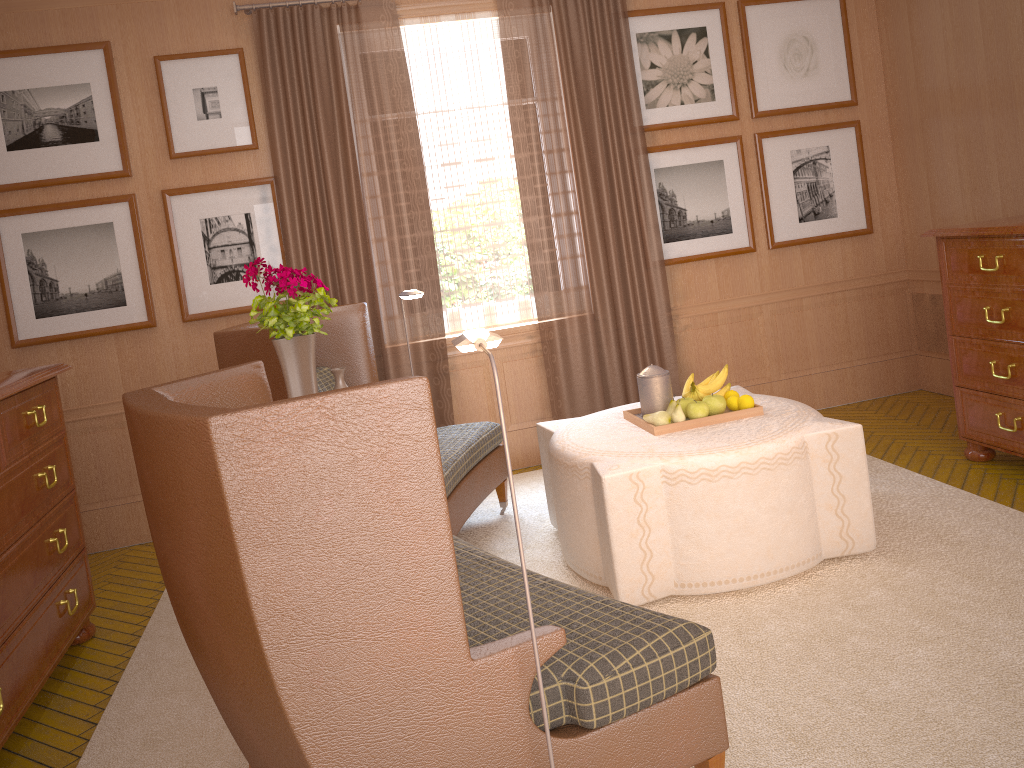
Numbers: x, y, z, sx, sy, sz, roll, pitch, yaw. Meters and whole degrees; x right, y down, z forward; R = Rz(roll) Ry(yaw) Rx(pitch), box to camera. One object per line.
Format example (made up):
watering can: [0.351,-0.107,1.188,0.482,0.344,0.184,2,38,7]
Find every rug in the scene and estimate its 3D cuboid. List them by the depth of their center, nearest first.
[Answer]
rug: [0.725,1.494,4.834,6.015,0.020,8.029,-10,10,-10]

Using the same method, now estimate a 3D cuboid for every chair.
chair: [-0.489,0.868,3.642,1.741,1.960,1.908,-12,8,-36]
chair: [-1.163,0.403,6.844,1.714,1.960,1.938,-7,7,14]

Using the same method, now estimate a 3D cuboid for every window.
window: [-0.508,-2.188,9.183,2.442,3.357,0.850,-9,4,-11]

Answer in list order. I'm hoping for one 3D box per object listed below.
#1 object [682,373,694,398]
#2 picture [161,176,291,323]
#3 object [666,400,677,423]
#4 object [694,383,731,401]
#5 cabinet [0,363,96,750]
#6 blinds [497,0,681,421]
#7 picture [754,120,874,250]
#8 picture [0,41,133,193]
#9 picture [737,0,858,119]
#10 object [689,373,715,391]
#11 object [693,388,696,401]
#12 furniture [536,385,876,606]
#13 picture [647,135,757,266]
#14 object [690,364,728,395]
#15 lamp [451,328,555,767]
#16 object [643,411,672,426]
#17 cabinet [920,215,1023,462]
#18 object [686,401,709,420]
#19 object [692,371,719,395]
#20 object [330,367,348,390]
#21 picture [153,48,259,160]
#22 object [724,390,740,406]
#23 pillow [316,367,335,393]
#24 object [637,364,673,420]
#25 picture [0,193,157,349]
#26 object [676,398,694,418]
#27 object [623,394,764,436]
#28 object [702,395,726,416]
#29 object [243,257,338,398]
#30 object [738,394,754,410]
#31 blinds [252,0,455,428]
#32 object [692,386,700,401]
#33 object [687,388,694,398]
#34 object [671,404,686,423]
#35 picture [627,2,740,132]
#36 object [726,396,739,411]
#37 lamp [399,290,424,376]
object: [1.293,0.035,6.458,0.103,0.158,0.381,-7,9,13]
picture: [-2.666,-1.279,8.327,1.053,1.241,0.048,-9,3,-11]
object: [1.116,0.202,6.124,0.129,0.196,0.132,-6,6,25]
object: [1.473,0.056,6.377,0.401,0.171,0.072,-14,7,-35]
cabinet: [-3.435,1.108,4.887,1.421,1.926,2.790,-9,8,-10]
blinds: [0.806,-1.659,8.925,1.453,4.758,0.267,-9,3,-12]
picture: [3.277,-2.162,9.530,1.254,1.241,0.048,-9,3,-11]
picture: [-4.205,-2.423,7.983,1.254,1.241,0.048,-9,3,-11]
picture: [3.079,-3.544,9.456,1.254,1.241,0.048,-9,3,-11]
object: [1.391,0.002,6.474,0.090,0.127,0.415,-4,10,38]
object: [1.349,0.080,6.460,0.061,0.180,0.400,-7,9,19]
furniture: [1.267,0.692,6.301,1.958,0.893,1.966,-10,9,-13]
picture: [1.915,-1.920,9.255,1.254,1.241,0.048,-9,3,-11]
object: [1.457,-0.021,6.386,0.409,0.168,0.070,-14,7,-34]
lamp: [-0.006,0.832,3.287,0.570,2.018,0.627,-11,5,-40]
object: [0.995,0.251,6.014,0.193,0.127,0.135,-7,7,9]
cabinet: [4.481,-0.242,6.143,1.421,1.926,2.790,-9,8,-10]
object: [1.280,0.190,6.069,0.156,0.134,0.160,-9,7,-7]
object: [1.410,0.024,6.429,0.064,0.171,0.381,-4,9,45]
object: [-1.020,0.085,5.298,0.185,0.355,0.188,-6,5,22]
picture: [-2.860,-2.631,8.255,0.808,0.952,0.048,-9,3,-11]
object: [1.594,0.108,6.380,0.113,0.132,0.109,-4,7,36]
pillow: [-1.605,0.285,6.943,0.536,0.701,1.090,-7,8,14]
object: [1.028,0.048,6.316,0.237,0.390,0.233,-13,7,-44]
picture: [-4.006,-1.041,8.057,1.254,1.241,0.048,-9,3,-11]
object: [1.231,0.168,6.232,0.156,0.134,0.160,-9,7,-7]
object: [1.278,0.206,6.295,0.803,0.059,0.645,-10,10,-11]
object: [1.414,0.151,6.158,0.168,0.146,0.175,-3,9,35]
object: [-1.271,-0.241,5.248,0.527,1.082,0.458,-9,4,-12]
object: [1.636,0.138,6.150,0.113,0.132,0.109,-4,7,36]
blinds: [-1.446,-1.252,8.469,1.433,4.769,0.267,-9,3,-10]
object: [1.432,0.069,6.415,0.062,0.198,0.391,-5,8,44]
object: [1.285,0.088,6.461,0.071,0.184,0.397,-8,9,4]
object: [1.132,0.206,6.007,0.097,0.147,0.099,-6,6,25]
picture: [1.716,-3.302,9.181,1.254,1.241,0.048,-9,3,-11]
object: [1.577,0.139,6.226,0.111,0.110,0.135,-9,7,-8]
lamp: [-0.722,0.186,7.570,0.626,2.013,0.571,-5,5,41]
